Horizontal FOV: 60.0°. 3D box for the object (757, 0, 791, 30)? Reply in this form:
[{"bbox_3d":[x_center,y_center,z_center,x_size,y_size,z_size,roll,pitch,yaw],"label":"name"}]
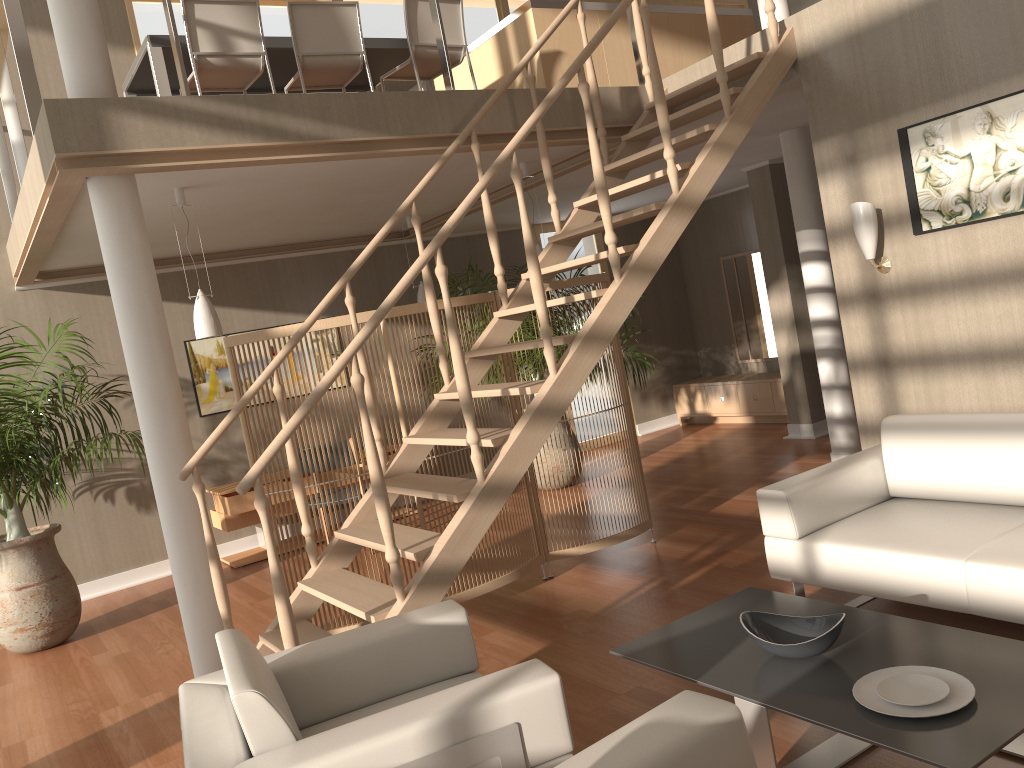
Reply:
[{"bbox_3d":[1.683,-3.229,6.062,0.200,2.400,0.200,-13,4,-32],"label":"object"}]

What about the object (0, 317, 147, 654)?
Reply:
[{"bbox_3d":[-3.166,0.751,5.534,2.109,2.304,2.157,-14,5,-39],"label":"object"}]

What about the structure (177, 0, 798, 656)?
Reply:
[{"bbox_3d":[-0.007,-0.622,4.087,3.150,3.578,1.000,-13,4,-32],"label":"structure"}]

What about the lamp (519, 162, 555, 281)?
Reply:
[{"bbox_3d":[0.146,-1.068,5.875,0.139,0.800,0.139,-10,4,4],"label":"lamp"}]

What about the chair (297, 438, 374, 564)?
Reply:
[{"bbox_3d":[-1.289,0.834,6.661,0.582,0.856,0.509,-10,4,8],"label":"chair"}]

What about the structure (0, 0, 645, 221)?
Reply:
[{"bbox_3d":[-1.538,-1.845,5.915,3.300,0.900,3.475,-13,4,-32],"label":"structure"}]

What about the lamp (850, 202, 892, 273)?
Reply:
[{"bbox_3d":[1.703,-0.693,4.215,0.153,0.353,0.112,-13,4,-32],"label":"lamp"}]

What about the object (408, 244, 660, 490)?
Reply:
[{"bbox_3d":[0.196,-0.028,7.639,2.157,2.304,2.109,-14,5,-43],"label":"object"}]

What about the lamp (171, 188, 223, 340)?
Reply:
[{"bbox_3d":[-1.689,-0.642,4.714,0.139,0.800,0.139,-12,4,-17],"label":"lamp"}]

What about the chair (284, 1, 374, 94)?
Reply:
[{"bbox_3d":[-1.137,-1.835,5.410,0.430,0.796,0.496,-13,4,-27],"label":"chair"}]

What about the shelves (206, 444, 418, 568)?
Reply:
[{"bbox_3d":[-1.572,0.970,7.285,1.600,0.590,0.658,-13,4,-32],"label":"shelves"}]

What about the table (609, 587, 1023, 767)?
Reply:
[{"bbox_3d":[0.979,0.956,2.673,0.700,0.293,1.260,-13,4,-32],"label":"table"}]

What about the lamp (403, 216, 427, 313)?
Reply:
[{"bbox_3d":[-0.781,-0.994,7.366,0.139,0.800,0.139,-8,5,33],"label":"lamp"}]

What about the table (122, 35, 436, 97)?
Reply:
[{"bbox_3d":[-1.494,-1.771,5.902,1.800,0.740,0.900,-13,4,-32],"label":"table"}]

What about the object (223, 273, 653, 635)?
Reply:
[{"bbox_3d":[-0.222,0.314,4.701,2.229,1.542,0.233,-13,4,-27],"label":"object"}]

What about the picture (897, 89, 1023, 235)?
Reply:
[{"bbox_3d":[2.216,-0.958,3.428,0.018,0.487,1.531,-13,4,-32],"label":"picture"}]

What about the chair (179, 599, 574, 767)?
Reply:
[{"bbox_3d":[-0.409,1.013,2.458,0.905,0.740,0.900,-12,4,-22],"label":"chair"}]

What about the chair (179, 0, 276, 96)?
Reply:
[{"bbox_3d":[-1.653,-1.716,5.091,0.430,0.796,0.496,-13,4,-32],"label":"chair"}]

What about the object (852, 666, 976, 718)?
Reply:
[{"bbox_3d":[1.047,0.808,2.316,0.294,0.020,0.294,-8,4,30],"label":"object"}]

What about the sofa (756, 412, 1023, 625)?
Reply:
[{"bbox_3d":[1.896,0.523,3.238,0.905,0.740,1.781,-13,4,-32],"label":"sofa"}]

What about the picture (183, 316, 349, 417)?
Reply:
[{"bbox_3d":[-2.056,-0.164,7.550,1.317,0.633,0.010,-13,4,-32],"label":"picture"}]

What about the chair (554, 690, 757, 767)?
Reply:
[{"bbox_3d":[0.338,0.943,1.395,0.905,0.740,0.900,-14,5,-37],"label":"chair"}]

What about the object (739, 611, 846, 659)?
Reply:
[{"bbox_3d":[0.860,0.764,2.702,0.317,0.125,0.223,-9,4,30],"label":"object"}]

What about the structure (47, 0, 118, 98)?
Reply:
[{"bbox_3d":[-2.056,-2.370,3.836,0.200,2.400,0.200,-13,4,-32],"label":"structure"}]

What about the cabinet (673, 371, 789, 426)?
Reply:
[{"bbox_3d":[2.514,0.149,9.137,0.500,0.458,1.911,-13,4,-32],"label":"cabinet"}]

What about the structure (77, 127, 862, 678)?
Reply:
[{"bbox_3d":[2.002,-0.544,5.185,10.775,2.533,8.342,-13,4,-32],"label":"structure"}]

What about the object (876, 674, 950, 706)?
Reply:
[{"bbox_3d":[1.046,0.805,2.316,0.178,0.020,0.178,-10,4,8],"label":"object"}]

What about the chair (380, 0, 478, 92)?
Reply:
[{"bbox_3d":[-0.548,-1.960,5.603,0.430,0.796,0.496,-14,5,-37],"label":"chair"}]
